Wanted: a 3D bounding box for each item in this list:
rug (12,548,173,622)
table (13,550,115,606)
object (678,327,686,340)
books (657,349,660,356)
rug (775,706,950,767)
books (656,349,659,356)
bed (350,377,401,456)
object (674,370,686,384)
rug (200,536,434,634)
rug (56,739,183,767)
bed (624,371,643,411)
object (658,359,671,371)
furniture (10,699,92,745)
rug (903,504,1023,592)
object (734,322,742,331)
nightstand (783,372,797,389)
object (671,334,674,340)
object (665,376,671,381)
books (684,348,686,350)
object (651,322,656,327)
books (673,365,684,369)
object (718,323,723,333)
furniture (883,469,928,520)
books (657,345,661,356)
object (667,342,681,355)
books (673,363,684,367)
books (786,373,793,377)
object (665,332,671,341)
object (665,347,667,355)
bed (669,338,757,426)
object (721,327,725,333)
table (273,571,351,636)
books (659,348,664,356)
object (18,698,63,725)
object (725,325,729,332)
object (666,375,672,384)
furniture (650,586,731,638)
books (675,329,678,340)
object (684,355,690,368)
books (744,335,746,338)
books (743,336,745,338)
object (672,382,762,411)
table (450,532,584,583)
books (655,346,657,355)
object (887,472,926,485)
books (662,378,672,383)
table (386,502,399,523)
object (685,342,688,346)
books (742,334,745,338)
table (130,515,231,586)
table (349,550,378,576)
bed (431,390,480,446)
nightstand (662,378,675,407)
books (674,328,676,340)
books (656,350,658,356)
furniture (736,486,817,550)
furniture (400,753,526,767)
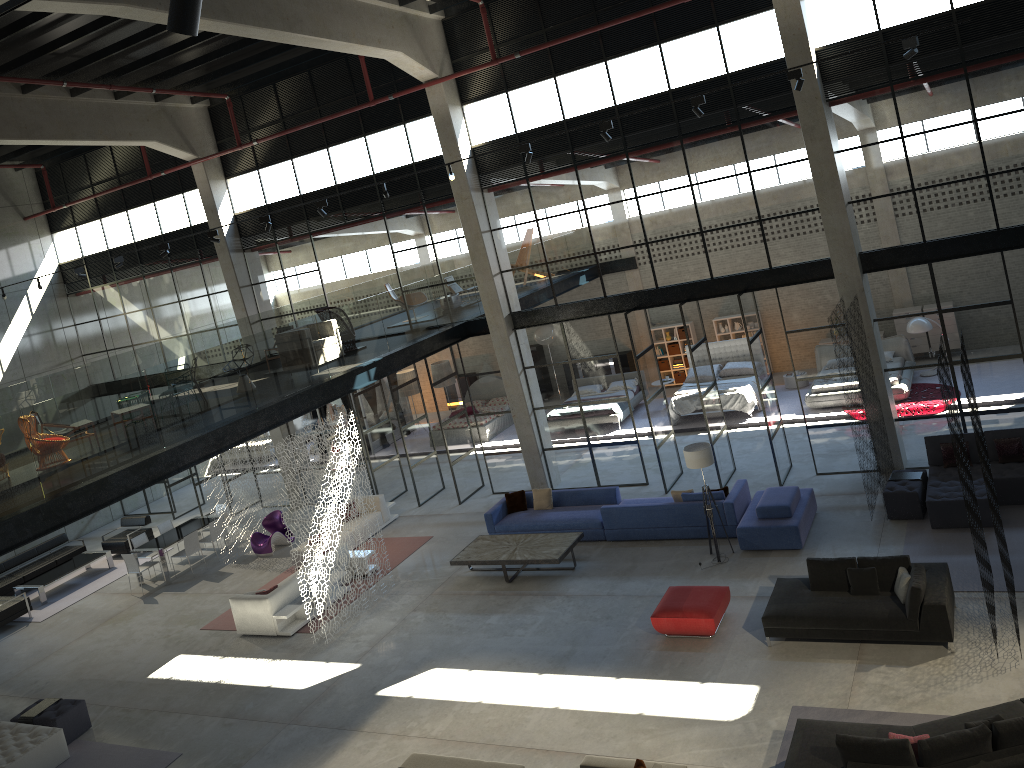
[{"bbox_3d":[-9.772,4.469,19.755,2.383,0.025,3.479,-7,12,29],"label":"rug"},{"bbox_3d":[-10.009,4.331,19.667,0.891,0.404,1.849,-8,12,29],"label":"table"},{"bbox_3d":[4.866,-1.439,24.541,0.320,0.295,0.332,-9,8,29],"label":"object"},{"bbox_3d":[4.190,-0.933,24.992,0.032,0.259,0.179,-12,5,30],"label":"books"},{"bbox_3d":[3.985,3.638,7.420,3.589,0.020,2.716,-7,12,29],"label":"rug"},{"bbox_3d":[4.178,-0.909,25.002,0.030,0.214,0.179,-12,6,30],"label":"books"},{"bbox_3d":[-4.562,0.816,26.252,2.223,2.061,2.370,-9,8,29],"label":"bed"},{"bbox_3d":[4.798,-0.208,24.792,0.320,0.295,0.332,-9,8,29],"label":"object"},{"bbox_3d":[-3.509,3.660,16.352,2.618,0.020,3.723,-7,12,29],"label":"rug"},{"bbox_3d":[-6.239,5.455,10.433,2.618,0.020,3.723,-7,12,29],"label":"rug"},{"bbox_3d":[2.197,0.489,22.959,2.232,0.861,2.457,-8,11,29],"label":"bed"},{"bbox_3d":[4.364,-0.562,24.960,0.320,0.295,0.332,-9,8,29],"label":"object"},{"bbox_3d":[-6.646,4.884,12.652,0.950,0.451,0.521,-9,8,24],"label":"furniture"},{"bbox_3d":[7.112,2.097,11.553,3.589,0.020,2.716,-7,12,29],"label":"rug"},{"bbox_3d":[6.134,-1.573,23.811,0.167,0.249,0.166,-15,5,-16],"label":"object"},{"bbox_3d":[7.007,-0.092,21.639,0.573,0.296,0.492,-9,10,26],"label":"nightstand"},{"bbox_3d":[4.532,-1.331,24.814,0.185,0.130,0.187,-14,8,-7],"label":"object"},{"bbox_3d":[3.967,-0.145,22.405,0.169,0.089,0.170,-15,9,-9],"label":"object"},{"bbox_3d":[4.978,-1.022,24.577,0.253,0.046,0.219,-7,12,29],"label":"books"},{"bbox_3d":[4.068,-1.704,25.083,0.231,0.150,0.054,-9,5,27],"label":"object"},{"bbox_3d":[4.742,-0.499,24.806,0.305,0.054,0.236,-7,12,29],"label":"books"},{"bbox_3d":[5.745,-1.550,24.110,0.095,0.260,0.095,-14,4,-10],"label":"object"},{"bbox_3d":[6.127,1.697,13.595,0.503,0.451,0.984,-8,10,34],"label":"furniture"},{"bbox_3d":[4.205,-0.945,24.975,0.048,0.285,0.189,-12,5,30],"label":"books"},{"bbox_3d":[4.615,-1.006,24.749,0.320,0.295,0.332,-9,8,29],"label":"object"},{"bbox_3d":[4.729,-0.553,24.804,0.279,0.054,0.236,-7,12,29],"label":"books"},{"bbox_3d":[6.861,-0.227,21.715,0.133,0.020,0.198,-7,12,29],"label":"books"},{"bbox_3d":[4.401,-1.339,24.704,0.152,0.246,0.157,-11,5,21],"label":"object"},{"bbox_3d":[4.387,-0.947,24.915,0.082,0.227,0.080,-15,4,-30],"label":"object"},{"bbox_3d":[4.936,-0.088,21.224,2.194,1.405,2.375,-9,10,28],"label":"bed"},{"bbox_3d":[5.764,-1.471,23.978,0.108,0.155,0.112,-9,7,40],"label":"object"},{"bbox_3d":[-3.370,3.719,14.905,0.297,0.365,1.610,-10,11,29],"label":"table"},{"bbox_3d":[4.259,-0.915,24.968,0.074,0.202,0.163,-11,6,30],"label":"books"},{"bbox_3d":[-6.814,4.726,12.699,0.297,0.098,0.531,-9,11,24],"label":"object"},{"bbox_3d":[5.871,-1.522,23.989,0.101,0.202,0.099,-16,5,-32],"label":"object"},{"bbox_3d":[4.470,-0.134,24.953,0.141,0.234,0.138,-15,5,-24],"label":"object"},{"bbox_3d":[2.389,2.999,11.616,0.845,0.373,0.877,-8,11,29],"label":"furniture"},{"bbox_3d":[4.647,-1.430,24.696,0.086,0.317,0.258,-11,6,30],"label":"books"},{"bbox_3d":[5.043,-0.653,24.584,0.320,0.295,0.332,-9,8,29],"label":"object"},{"bbox_3d":[6.343,-1.209,23.758,0.051,0.275,0.191,-12,5,30],"label":"books"},{"bbox_3d":[6.309,-1.199,23.774,0.060,0.263,0.191,-12,6,30],"label":"books"},{"bbox_3d":[4.803,0.371,20.814,2.255,0.653,0.668,-7,9,32],"label":"object"},{"bbox_3d":[0.116,2.920,14.718,2.041,0.395,1.053,-7,11,29],"label":"table"},{"bbox_3d":[4.128,-0.925,25.026,0.019,0.259,0.179,-12,5,30],"label":"books"},{"bbox_3d":[6.160,1.480,13.703,0.512,0.098,0.308,-6,12,34],"label":"object"},{"bbox_3d":[3.939,-0.106,22.414,0.228,0.042,0.306,-13,11,4],"label":"books"},{"bbox_3d":[-2.935,2.811,19.039,0.891,0.366,0.307,-8,8,29],"label":"table"},{"bbox_3d":[4.970,-1.110,24.571,0.257,0.132,0.060,-8,6,29],"label":"object"},{"bbox_3d":[6.273,-1.199,23.788,0.088,0.274,0.191,-11,6,29],"label":"books"},{"bbox_3d":[-7.174,3.597,19.088,0.891,0.750,1.848,-9,10,29],"label":"table"},{"bbox_3d":[-3.092,3.360,16.408,1.188,0.366,0.307,-8,8,29],"label":"table"},{"bbox_3d":[-1.058,0.697,24.738,2.008,1.268,2.401,-8,10,29],"label":"bed"},{"bbox_3d":[3.929,0.280,22.399,0.601,0.694,0.609,-13,6,1],"label":"nightstand"},{"bbox_3d":[4.618,-1.426,24.712,0.086,0.317,0.258,-11,6,30],"label":"books"},{"bbox_3d":[4.151,-0.895,25.019,0.017,0.195,0.146,-12,6,30],"label":"books"},{"bbox_3d":[4.173,2.021,13.842,0.939,0.549,1.577,-8,11,29],"label":"furniture"},{"bbox_3d":[-0.778,4.326,8.579,1.432,0.395,1.577,-8,12,29],"label":"furniture"}]
